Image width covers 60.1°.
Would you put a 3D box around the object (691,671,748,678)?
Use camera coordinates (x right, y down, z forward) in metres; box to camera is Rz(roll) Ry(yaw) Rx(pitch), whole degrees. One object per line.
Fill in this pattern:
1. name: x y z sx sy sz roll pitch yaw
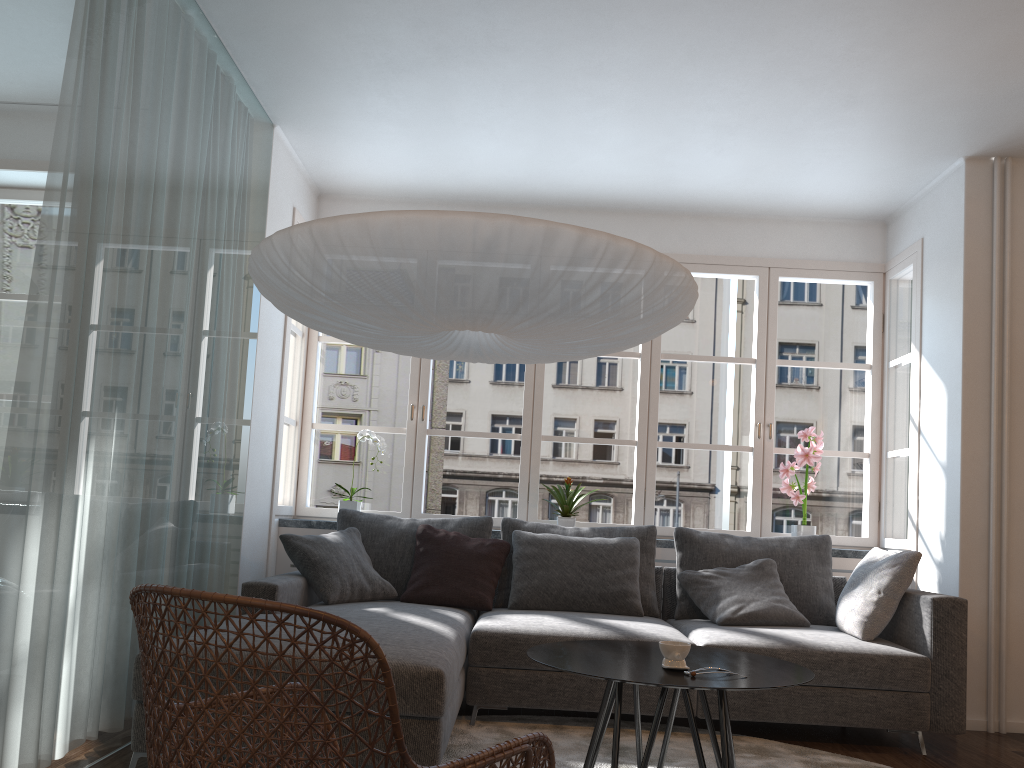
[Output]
1. object: 0.568 0.794 2.418 0.168 0.015 0.015 5 -7 -12

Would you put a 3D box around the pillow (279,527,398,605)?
1. pillow: -0.836 0.877 4.295 0.347 0.357 0.518 -2 -9 40

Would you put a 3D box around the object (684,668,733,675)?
1. object: 0.549 0.799 2.457 0.164 0.016 0.025 7 -9 -24

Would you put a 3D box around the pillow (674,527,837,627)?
1. pillow: 1.252 0.996 4.563 0.836 0.474 0.277 3 -6 1

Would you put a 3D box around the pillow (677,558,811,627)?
1. pillow: 1.126 1.011 4.320 0.493 0.319 0.447 5 -8 -17

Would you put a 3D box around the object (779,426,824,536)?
1. object: 1.663 0.588 5.067 0.201 0.686 0.299 5 -6 -20

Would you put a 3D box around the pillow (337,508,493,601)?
1. pillow: -0.529 0.903 4.593 0.836 0.475 0.277 3 -6 1

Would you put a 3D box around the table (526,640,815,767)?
1. table: 0.454 1.069 2.653 0.847 0.469 0.854 3 -8 3

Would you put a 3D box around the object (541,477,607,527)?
1. object: 0.344 0.696 5.064 0.377 0.326 0.324 6 -7 -24

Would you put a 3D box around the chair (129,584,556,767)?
1. chair: -0.362 0.758 1.765 0.718 0.704 0.690 -1 -8 33

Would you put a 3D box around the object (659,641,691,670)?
1. object: 0.462 0.777 2.523 0.091 0.068 0.140 1 -8 13

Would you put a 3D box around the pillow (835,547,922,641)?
1. pillow: 1.651 0.963 4.096 0.286 0.411 0.498 3 -7 0

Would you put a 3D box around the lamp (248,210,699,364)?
1. lamp: -0.127 -0.232 2.965 1.472 0.208 1.480 -4 -11 37

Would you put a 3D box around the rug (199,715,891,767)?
1. rug: 0.311 1.276 2.540 2.843 0.012 2.855 6 -9 -19

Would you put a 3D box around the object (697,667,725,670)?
1. object: 0.559 0.811 2.513 0.124 0.010 0.026 9 -10 -32

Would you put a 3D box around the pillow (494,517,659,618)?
1. pillow: 0.340 0.948 4.589 0.839 0.472 0.279 3 -6 1

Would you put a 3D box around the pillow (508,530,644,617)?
1. pillow: 0.323 0.951 4.445 0.666 0.394 0.294 3 -6 1

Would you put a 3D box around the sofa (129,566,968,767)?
1. sofa: 0.364 1.127 3.690 3.067 0.667 2.057 3 -8 1

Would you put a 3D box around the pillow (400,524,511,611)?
1. pillow: -0.278 0.915 4.431 0.521 0.400 0.313 3 -6 3
